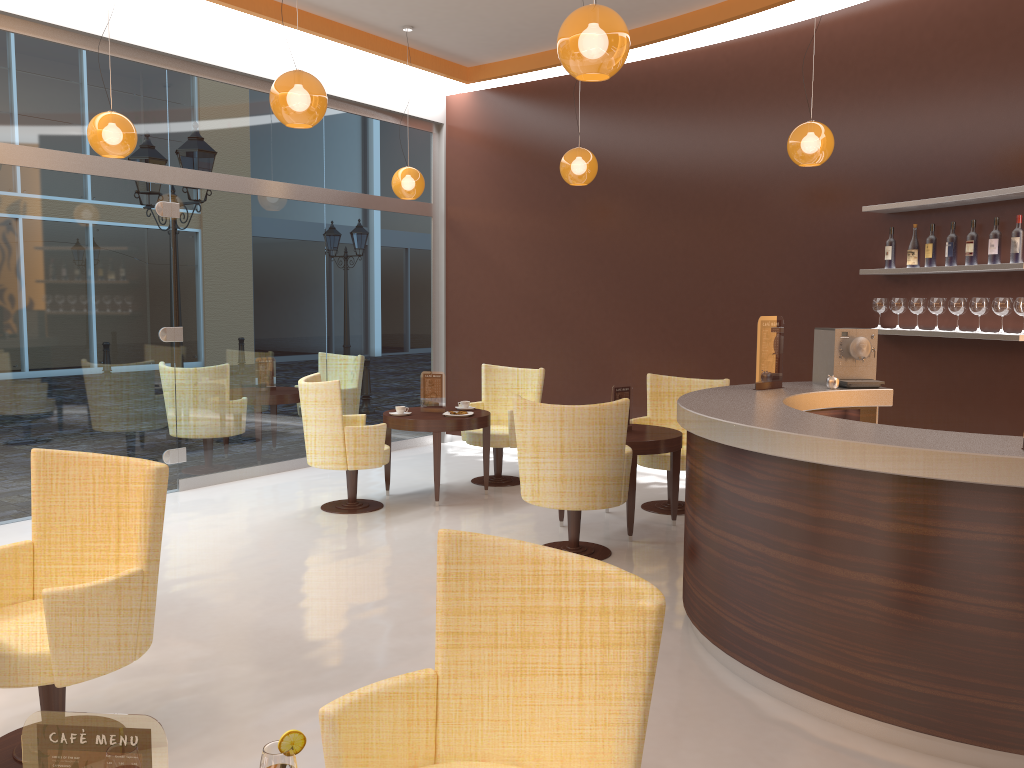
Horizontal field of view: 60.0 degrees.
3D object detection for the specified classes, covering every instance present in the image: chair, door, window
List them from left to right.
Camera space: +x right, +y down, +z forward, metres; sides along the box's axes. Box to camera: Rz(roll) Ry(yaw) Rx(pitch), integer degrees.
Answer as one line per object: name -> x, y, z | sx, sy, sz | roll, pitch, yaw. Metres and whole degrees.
chair -> -1.591, 0.778, 3.133 | 0.729, 1.017, 0.685 | 4, 6, 33
window -> -3.236, -0.794, 6.524 | 0.040, 3.380, 8.200 | 4, 7, 36
door -> -3.239, -0.297, 6.570 | 0.020, 2.499, 1.640 | 4, 7, 36
chair -> -1.273, 0.443, 6.773 | 0.685, 1.017, 0.729 | -2, 6, -22
chair -> -0.060, 0.902, 1.921 | 0.685, 1.017, 0.729 | -4, 7, -37
chair -> -0.084, 0.352, 7.839 | 0.729, 1.017, 0.685 | 5, 7, 39
chair -> 0.378, 0.568, 5.550 | 0.729, 1.017, 0.685 | 2, 5, 14
chair -> 1.274, 0.452, 6.870 | 0.729, 1.017, 0.685 | 5, 7, 43

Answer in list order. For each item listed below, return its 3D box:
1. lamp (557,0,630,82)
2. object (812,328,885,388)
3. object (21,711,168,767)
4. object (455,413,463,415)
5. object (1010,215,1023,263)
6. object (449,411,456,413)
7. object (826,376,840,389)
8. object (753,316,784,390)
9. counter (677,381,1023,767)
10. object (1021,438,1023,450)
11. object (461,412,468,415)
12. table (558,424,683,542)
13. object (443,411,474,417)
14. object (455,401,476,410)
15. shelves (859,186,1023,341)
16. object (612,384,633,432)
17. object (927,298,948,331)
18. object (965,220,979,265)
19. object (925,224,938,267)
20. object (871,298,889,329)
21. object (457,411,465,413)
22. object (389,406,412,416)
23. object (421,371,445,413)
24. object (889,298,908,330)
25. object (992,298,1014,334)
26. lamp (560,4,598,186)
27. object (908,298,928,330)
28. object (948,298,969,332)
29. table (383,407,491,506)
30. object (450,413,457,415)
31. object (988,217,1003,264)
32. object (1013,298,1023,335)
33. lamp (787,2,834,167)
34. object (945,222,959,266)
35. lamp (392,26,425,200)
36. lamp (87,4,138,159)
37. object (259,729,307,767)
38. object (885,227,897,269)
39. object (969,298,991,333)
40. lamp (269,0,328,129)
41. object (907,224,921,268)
lamp -> 0.336, -2.001, 3.564 | 0.299, 1.500, 0.299 | 2, 5, 14
object -> 2.005, -0.158, 5.260 | 0.270, 0.340, 0.373 | 0, 5, -9
object -> 0.205, 0.676, 0.712 | 2.090, 0.335, 0.187 | 4, 6, 32
object -> -0.419, 0.238, 7.026 | 0.055, 0.014, 0.053 | 2, 6, 19
object -> 3.056, -0.871, 5.356 | 0.073, 0.297, 0.073 | -5, 7, -44
object -> -0.475, 0.226, 7.065 | 0.055, 0.016, 0.052 | 4, 6, 35
object -> 1.837, -0.011, 5.078 | 0.075, 0.077, 0.075 | 1, 5, 5
object -> 1.465, -0.179, 5.037 | 0.258, 0.414, 0.052 | -4, 7, -40
counter -> 1.595, 0.669, 4.104 | 1.586, 1.100, 2.917 | 0, 5, -9
object -> 1.852, 0.017, 2.957 | 0.258, 0.414, 0.052 | 1, 5, 5
object -> -0.381, 0.232, 7.080 | 0.052, 0.018, 0.055 | -3, 6, -30
table -> 0.755, 0.673, 6.282 | 0.872, 0.679, 0.874 | 0, 5, -7
object -> -0.428, 0.242, 7.066 | 0.234, 0.020, 0.234 | 1, 5, 7
object -> -0.391, 0.180, 7.455 | 0.153, 0.069, 0.153 | -3, 6, -32
shelves -> 3.055, -0.606, 4.143 | 0.586, 0.902, 4.744 | 0, 5, -7
object -> 0.773, 0.169, 6.228 | 0.209, 0.335, 0.042 | -4, 7, -40
object -> 2.851, -0.466, 5.945 | 0.125, 0.221, 0.125 | -3, 6, -29
object -> 2.948, -0.901, 5.676 | 0.073, 0.297, 0.073 | -5, 7, -44
object -> 2.830, -0.930, 5.981 | 0.073, 0.297, 0.073 | 1, 5, 5
object -> 2.648, -0.508, 6.384 | 0.125, 0.221, 0.125 | -3, 6, -29
object -> -0.412, 0.227, 7.115 | 0.054, 0.018, 0.051 | 4, 6, 34
object -> -0.889, 0.214, 7.059 | 0.153, 0.069, 0.153 | 4, 7, 36
object -> -0.645, 0.065, 7.239 | 0.209, 0.335, 0.042 | 1, 5, 11
object -> 2.719, -0.494, 6.243 | 0.125, 0.221, 0.125 | -3, 6, -29
object -> 3.030, -0.421, 5.479 | 0.125, 0.221, 0.125 | -3, 6, -29
lamp -> 0.526, -2.307, 6.873 | 0.299, 1.500, 0.299 | 2, 5, 14
object -> 2.788, -0.480, 6.095 | 0.125, 0.221, 0.125 | -3, 6, -29
object -> 2.914, -0.451, 5.795 | 0.125, 0.221, 0.125 | -3, 6, -29
table -> -0.613, 0.572, 7.261 | 0.872, 0.679, 0.874 | 0, 5, -7
object -> -0.464, 0.237, 7.032 | 0.054, 0.018, 0.051 | 0, 5, -6
object -> 3.005, -0.886, 5.512 | 0.073, 0.297, 0.073 | 4, 6, 33
object -> 3.073, -0.406, 5.316 | 0.125, 0.221, 0.125 | -3, 6, -29
lamp -> 1.982, -2.199, 5.820 | 0.299, 1.500, 0.299 | 2, 5, 14
object -> 2.893, -0.916, 5.827 | 0.073, 0.297, 0.073 | -5, 7, -44
lamp -> -0.929, -2.415, 7.926 | 0.299, 1.500, 0.299 | 1, 5, 4
lamp -> -2.576, -2.217, 5.670 | 0.299, 1.500, 0.299 | 1, 5, 10
object -> -0.398, 0.680, 1.518 | 0.067, 0.171, 0.072 | 2, 6, 18
object -> 2.679, -0.958, 6.269 | 0.073, 0.297, 0.073 | -5, 7, -44
object -> 2.972, -0.436, 5.638 | 0.125, 0.221, 0.125 | -3, 6, -29
lamp -> -1.120, -2.109, 4.617 | 0.299, 1.500, 0.299 | -5, 7, -43
object -> 2.774, -0.948, 6.112 | 0.086, 0.303, 0.086 | 2, 5, 15
